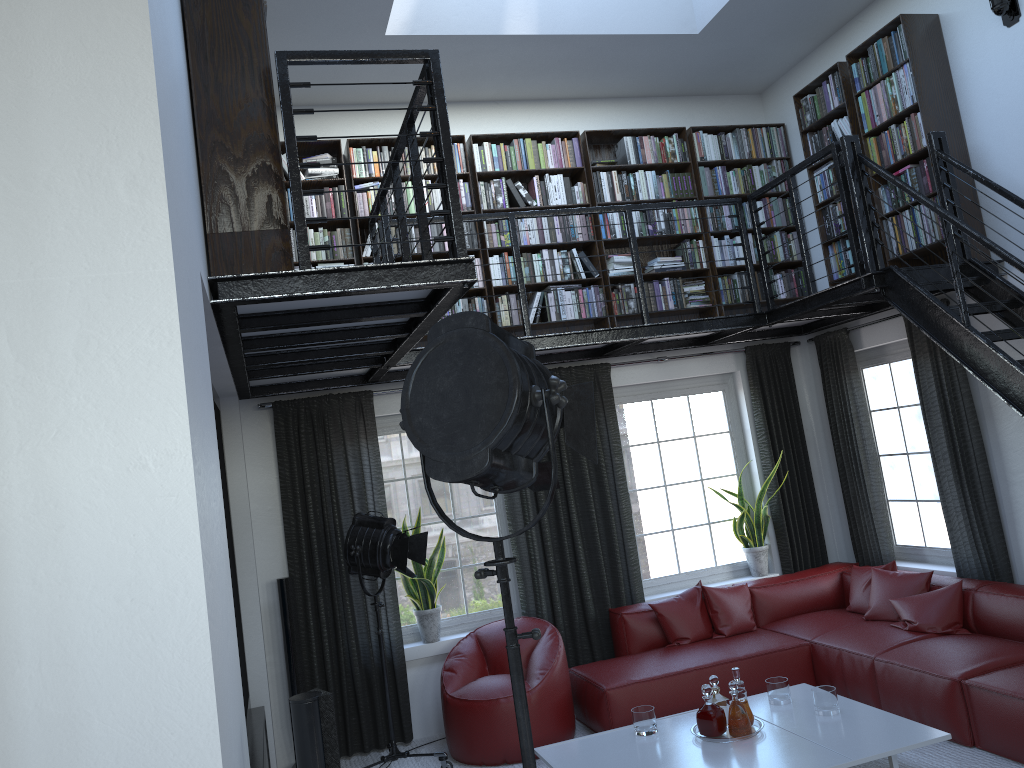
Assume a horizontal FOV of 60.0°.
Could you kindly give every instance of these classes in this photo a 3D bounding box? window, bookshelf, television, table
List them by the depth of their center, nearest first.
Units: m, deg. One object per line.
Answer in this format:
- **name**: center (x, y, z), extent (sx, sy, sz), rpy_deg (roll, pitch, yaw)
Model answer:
- **television**: center (-1.262, 1.081, 3.997), extent (0.117, 2.437, 3.334), rpy_deg (-6, -6, -16)
- **table**: center (1.077, 1.885, 4.355), extent (1.667, 0.245, 1.159), rpy_deg (-7, -5, -16)
- **bookshelf**: center (0.557, -1.233, 5.319), extent (4.481, 1.623, 3.072), rpy_deg (-7, -6, -16)
- **window**: center (2.928, 0.482, 6.328), extent (0.133, 1.612, 1.160), rpy_deg (-6, -7, -16)
- **window**: center (-0.565, 0.993, 6.383), extent (1.168, 1.612, 0.132), rpy_deg (-6, -7, -16)
- **window**: center (1.350, 0.765, 6.945), extent (1.168, 1.612, 0.132), rpy_deg (-6, -7, -16)

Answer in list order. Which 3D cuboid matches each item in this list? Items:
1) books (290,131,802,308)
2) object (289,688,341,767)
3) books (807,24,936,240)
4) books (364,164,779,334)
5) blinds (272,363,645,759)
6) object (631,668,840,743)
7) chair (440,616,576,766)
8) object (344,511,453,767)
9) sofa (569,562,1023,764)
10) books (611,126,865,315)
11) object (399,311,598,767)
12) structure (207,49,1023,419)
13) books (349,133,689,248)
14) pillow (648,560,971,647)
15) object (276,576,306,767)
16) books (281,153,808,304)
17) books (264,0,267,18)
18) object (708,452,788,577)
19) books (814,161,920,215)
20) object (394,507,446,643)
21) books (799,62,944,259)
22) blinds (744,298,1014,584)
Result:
- **books**: center (0.182, -1.139, 6.630), extent (4.441, 1.418, 0.226), rpy_deg (-7, -7, -16)
- **object**: center (-0.459, 1.428, 2.269), extent (0.157, 1.226, 0.156), rpy_deg (-3, -9, -35)
- **books**: center (0.660, -1.352, 4.941), extent (4.382, 1.415, 2.193), rpy_deg (-7, -6, -17)
- **books**: center (0.556, -1.031, 6.727), extent (3.396, 1.127, 0.239), rpy_deg (-7, -7, -16)
- **blinds**: center (-0.280, 1.142, 6.214), extent (2.511, 2.396, 0.124), rpy_deg (-6, -7, -16)
- **object**: center (1.159, 1.625, 4.621), extent (1.010, 0.296, 0.510), rpy_deg (-7, -6, -13)
- **chair**: center (-0.041, 1.926, 5.643), extent (0.827, 0.714, 0.830), rpy_deg (-12, -7, 35)
- **object**: center (0.133, 1.488, 6.015), extent (2.909, 1.585, 0.749), rpy_deg (-5, -8, -32)
- **sofa**: center (1.901, 1.631, 5.039), extent (2.545, 0.658, 3.262), rpy_deg (-7, -5, -16)
- **books**: center (0.293, -1.201, 6.162), extent (4.440, 1.435, 1.278), rpy_deg (-7, -6, -15)
- **object**: center (0.044, 0.620, 2.011), extent (0.609, 1.585, 0.544), rpy_deg (-12, -8, 28)
- **structure**: center (0.989, 0.316, 4.384), extent (4.494, 3.368, 4.591), rpy_deg (-7, -6, -16)
- **books**: center (0.135, -1.420, 6.672), extent (2.640, 0.831, 0.212), rpy_deg (-7, -7, -16)
- **pillow**: center (2.027, 1.463, 6.067), extent (1.951, 0.403, 0.982), rpy_deg (-11, -6, 26)
- **object**: center (-1.399, 1.863, 5.685), extent (0.157, 1.226, 0.157), rpy_deg (-8, -7, -1)
- **books**: center (0.184, -1.129, 6.624), extent (4.447, 1.403, 0.240), rpy_deg (-7, -7, -16)
- **books**: center (-1.333, -1.127, 4.333), extent (0.315, 1.429, 2.195), rpy_deg (-6, -6, -16)
- **object**: center (1.851, 1.007, 6.751), extent (0.554, 0.944, 0.523), rpy_deg (-5, -7, -27)
- **books**: center (0.590, -1.183, 5.210), extent (4.341, 1.145, 1.590), rpy_deg (-7, -6, -17)
- **object**: center (-0.701, 1.314, 6.027), extent (0.553, 0.944, 0.523), rpy_deg (-8, -7, -5)
- **books**: center (0.535, -1.289, 5.459), extent (4.389, 1.411, 1.163), rpy_deg (-7, -6, -16)
- **blinds**: center (2.681, 0.723, 6.364), extent (0.528, 2.390, 1.740), rpy_deg (-3, -8, -34)
